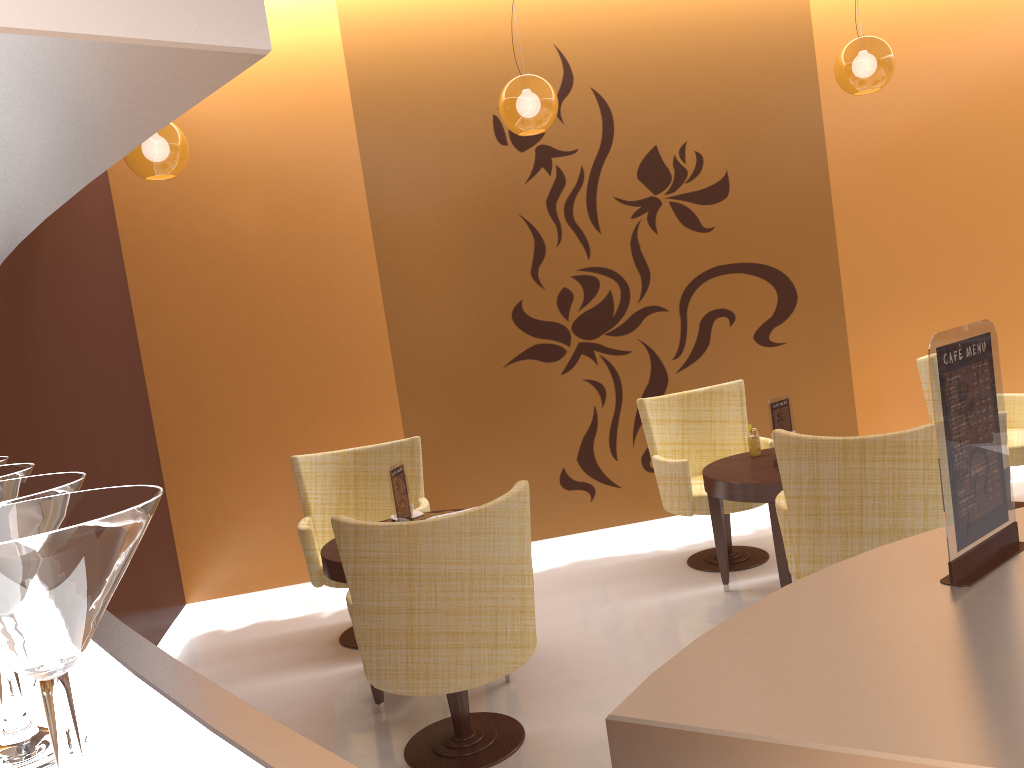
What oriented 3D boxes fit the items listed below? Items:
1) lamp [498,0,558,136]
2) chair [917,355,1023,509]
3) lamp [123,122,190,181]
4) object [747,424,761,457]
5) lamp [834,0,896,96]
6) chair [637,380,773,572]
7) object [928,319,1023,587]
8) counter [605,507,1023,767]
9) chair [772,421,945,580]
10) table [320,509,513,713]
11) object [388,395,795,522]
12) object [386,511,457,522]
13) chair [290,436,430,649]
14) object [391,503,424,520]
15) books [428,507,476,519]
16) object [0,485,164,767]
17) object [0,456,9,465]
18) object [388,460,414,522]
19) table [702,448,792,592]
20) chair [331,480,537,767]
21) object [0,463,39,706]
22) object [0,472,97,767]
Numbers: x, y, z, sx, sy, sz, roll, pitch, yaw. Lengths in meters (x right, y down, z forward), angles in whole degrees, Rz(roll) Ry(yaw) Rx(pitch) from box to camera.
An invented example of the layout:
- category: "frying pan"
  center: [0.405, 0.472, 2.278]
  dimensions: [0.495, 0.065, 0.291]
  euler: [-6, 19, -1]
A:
- category: "lamp"
  center: [-0.007, -1.993, 4.364]
  dimensions: [0.299, 1.500, 0.299]
  euler: [-5, 6, 35]
- category: "chair"
  center: [2.883, 0.278, 5.362]
  dimensions: [0.729, 1.017, 0.685]
  euler: [-12, 6, -39]
- category: "lamp"
  center: [-1.771, -1.716, 4.136]
  dimensions: [0.299, 1.500, 0.299]
  euler: [-9, 5, -7]
- category: "object"
  center: [1.295, 0.303, 4.763]
  dimensions: [0.072, 0.171, 0.067]
  euler: [-4, 6, 40]
- category: "lamp"
  center: [1.757, -2.271, 4.591]
  dimensions: [0.299, 1.500, 0.299]
  euler: [-7, 5, 18]
- category: "chair"
  center: [1.194, 0.534, 5.263]
  dimensions: [0.729, 1.017, 0.685]
  euler: [-10, 5, -19]
- category: "object"
  center: [0.791, 0.105, 1.517]
  dimensions: [0.258, 0.414, 0.052]
  euler: [-12, 6, -38]
- category: "counter"
  center: [1.823, 0.769, 0.968]
  dimensions: [2.917, 1.100, 1.586]
  euler: [-5, 6, 38]
- category: "chair"
  center: [1.497, 0.625, 3.695]
  dimensions: [0.729, 1.017, 0.685]
  euler: [-8, 5, 10]
- category: "table"
  center: [-0.402, 1.033, 4.172]
  dimensions: [0.874, 0.679, 0.872]
  euler: [-6, 6, 29]
- category: "object"
  center: [0.448, 0.380, 4.345]
  dimensions: [2.090, 0.335, 0.187]
  euler: [-9, 5, -11]
- category: "object"
  center: [-0.521, 0.669, 4.475]
  dimensions: [0.464, 0.021, 0.239]
  euler: [-9, 5, -11]
- category: "chair"
  center: [-0.785, 0.856, 4.885]
  dimensions: [0.729, 1.017, 0.685]
  euler: [-9, 5, -8]
- category: "object"
  center: [-0.529, 0.643, 4.454]
  dimensions: [0.153, 0.069, 0.153]
  euler: [-10, 5, -24]
- category: "books"
  center: [-0.200, 0.641, 4.186]
  dimensions: [0.345, 0.035, 0.367]
  euler: [-10, 5, -17]
- category: "object"
  center: [-0.240, 0.154, 0.464]
  dimensions: [0.137, 0.174, 0.137]
  euler: [-13, 7, -42]
- category: "object"
  center: [-0.530, 0.167, 0.826]
  dimensions: [0.137, 0.174, 0.137]
  euler: [-11, 6, -32]
- category: "object"
  center: [-0.518, 0.537, 4.156]
  dimensions: [0.042, 0.335, 0.209]
  euler: [-7, 5, 16]
- category: "table"
  center: [1.456, 0.732, 4.517]
  dimensions: [0.874, 0.679, 0.872]
  euler: [-6, 5, 24]
- category: "chair"
  center: [-0.243, 0.906, 3.384]
  dimensions: [0.729, 1.017, 0.685]
  euler: [-9, 5, -10]
- category: "object"
  center: [-0.438, 0.163, 0.702]
  dimensions: [0.137, 0.174, 0.137]
  euler: [-11, 6, -32]
- category: "object"
  center: [-0.339, 0.159, 0.583]
  dimensions: [0.137, 0.174, 0.137]
  euler: [-13, 7, -42]
